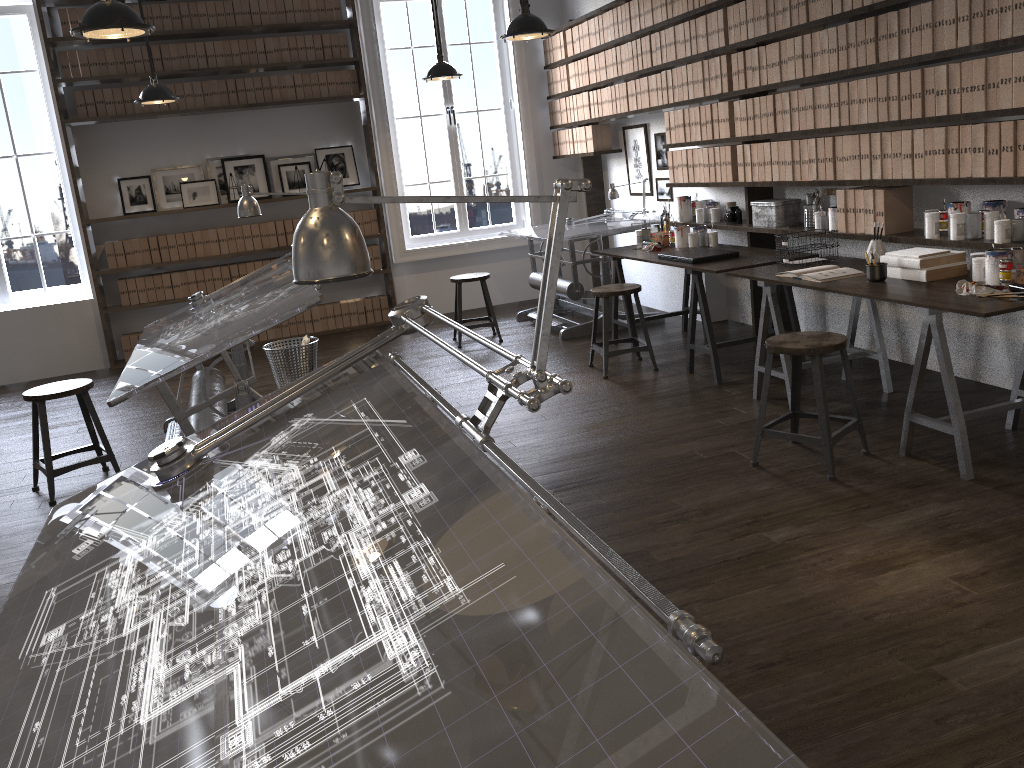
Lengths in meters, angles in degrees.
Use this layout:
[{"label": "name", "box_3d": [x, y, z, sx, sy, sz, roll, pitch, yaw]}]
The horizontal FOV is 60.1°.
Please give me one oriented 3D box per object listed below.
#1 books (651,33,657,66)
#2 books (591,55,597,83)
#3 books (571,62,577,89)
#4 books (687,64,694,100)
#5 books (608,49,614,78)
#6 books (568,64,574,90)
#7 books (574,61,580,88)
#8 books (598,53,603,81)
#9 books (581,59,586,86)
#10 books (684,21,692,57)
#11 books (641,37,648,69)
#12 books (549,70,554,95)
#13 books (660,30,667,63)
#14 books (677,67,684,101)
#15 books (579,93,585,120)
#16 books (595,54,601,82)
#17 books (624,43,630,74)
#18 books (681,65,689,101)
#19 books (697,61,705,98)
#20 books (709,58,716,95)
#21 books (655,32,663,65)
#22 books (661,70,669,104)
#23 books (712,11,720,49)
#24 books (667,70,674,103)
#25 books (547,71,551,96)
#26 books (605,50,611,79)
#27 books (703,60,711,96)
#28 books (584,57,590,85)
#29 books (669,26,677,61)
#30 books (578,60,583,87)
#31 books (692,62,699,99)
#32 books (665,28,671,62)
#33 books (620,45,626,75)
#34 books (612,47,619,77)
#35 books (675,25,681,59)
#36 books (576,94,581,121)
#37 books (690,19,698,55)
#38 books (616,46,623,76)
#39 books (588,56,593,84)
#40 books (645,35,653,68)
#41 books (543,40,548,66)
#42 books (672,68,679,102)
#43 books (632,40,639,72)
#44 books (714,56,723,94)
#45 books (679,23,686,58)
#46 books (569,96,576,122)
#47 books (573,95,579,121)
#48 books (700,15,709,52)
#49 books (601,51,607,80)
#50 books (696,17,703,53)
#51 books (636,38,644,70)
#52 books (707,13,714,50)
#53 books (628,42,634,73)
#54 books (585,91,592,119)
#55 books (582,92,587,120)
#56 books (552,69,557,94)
[{"label": "books", "box_3d": [1.083, -2.366, 6.268, 0.175, 0.223, 0.067, -10, 12, -17]}, {"label": "books", "box_3d": [0.747, -2.580, 7.254, 0.175, 0.223, 0.067, -10, 12, -17]}, {"label": "books", "box_3d": [0.613, -2.666, 7.648, 0.175, 0.223, 0.067, -10, 12, -17]}, {"label": "books", "box_3d": [1.260, -2.009, 5.869, 0.175, 0.223, 0.067, -10, 12, -17]}, {"label": "books", "box_3d": [0.855, -2.512, 6.937, 0.175, 0.223, 0.067, -10, 12, -17]}, {"label": "books", "box_3d": [0.594, -2.681, 7.717, 0.175, 0.223, 0.067, -10, 12, -17]}, {"label": "books", "box_3d": [0.636, -2.651, 7.580, 0.175, 0.223, 0.067, -10, 12, -17]}, {"label": "books", "box_3d": [0.796, -2.552, 7.123, 0.175, 0.223, 0.067, -10, 12, -17]}, {"label": "books", "box_3d": [0.683, -2.626, 7.462, 0.175, 0.223, 0.067, -10, 12, -17]}, {"label": "books", "box_3d": [1.229, -2.267, 5.815, 0.175, 0.223, 0.067, -10, 12, -17]}, {"label": "books", "box_3d": [1.036, -2.397, 6.408, 0.175, 0.223, 0.067, -10, 12, -17]}, {"label": "books", "box_3d": [0.442, -2.784, 8.161, 0.175, 0.223, 0.067, -10, 12, -17]}, {"label": "books", "box_3d": [1.127, -2.337, 6.135, 0.175, 0.223, 0.067, -10, 12, -17]}, {"label": "books", "box_3d": [1.217, -2.039, 6.004, 0.175, 0.223, 0.067, -10, 12, -17]}, {"label": "books", "box_3d": [0.679, -2.388, 7.610, 0.175, 0.223, 0.067, -10, 12, -17]}, {"label": "books", "box_3d": [0.774, -2.567, 7.189, 0.175, 0.223, 0.067, -10, 12, -17]}, {"label": "books", "box_3d": [0.944, -2.454, 6.673, 0.175, 0.223, 0.067, -10, 12, -17]}, {"label": "books", "box_3d": [1.236, -2.024, 5.937, 0.175, 0.223, 0.067, -10, 12, -17]}, {"label": "books", "box_3d": [1.298, -1.983, 5.747, 0.175, 0.223, 0.067, -10, 12, -17]}, {"label": "books", "box_3d": [1.347, -1.955, 5.619, 0.175, 0.223, 0.067, -10, 12, -17]}, {"label": "books", "box_3d": [1.101, -2.351, 6.200, 0.175, 0.223, 0.067, -10, 12, -17]}, {"label": "books", "box_3d": [1.146, -2.081, 6.201, 0.175, 0.223, 0.067, -10, 12, -17]}, {"label": "books", "box_3d": [1.338, -2.198, 5.497, 0.175, 0.223, 0.067, -10, 12, -17]}, {"label": "books", "box_3d": [1.171, -2.067, 6.134, 0.175, 0.223, 0.067, -10, 12, -17]}, {"label": "books", "box_3d": [0.423, -2.799, 8.228, 0.175, 0.223, 0.067, -10, 12, -17]}, {"label": "books", "box_3d": [0.837, -2.525, 6.997, 0.175, 0.223, 0.067, -10, 12, -17]}, {"label": "books", "box_3d": [1.325, -1.970, 5.686, 0.175, 0.223, 0.067, -10, 12, -17]}, {"label": "books", "box_3d": [0.701, -2.610, 7.391, 0.175, 0.223, 0.067, -10, 12, -17]}, {"label": "books", "box_3d": [1.165, -2.308, 6.004, 0.175, 0.223, 0.067, -10, 12, -17]}, {"label": "books", "box_3d": [0.660, -2.639, 7.522, 0.175, 0.223, 0.067, -10, 12, -17]}, {"label": "books", "box_3d": [1.281, -1.997, 5.811, 0.175, 0.223, 0.067, -10, 12, -17]}, {"label": "books", "box_3d": [1.149, -2.323, 6.069, 0.175, 0.223, 0.067, -10, 12, -17]}, {"label": "books", "box_3d": [0.926, -2.469, 6.739, 0.175, 0.223, 0.067, -10, 12, -17]}, {"label": "books", "box_3d": [0.876, -2.497, 6.869, 0.175, 0.223, 0.067, -10, 12, -17]}, {"label": "books", "box_3d": [1.190, -2.295, 5.943, 0.175, 0.223, 0.067, -10, 12, -17]}, {"label": "books", "box_3d": [0.659, -2.403, 7.675, 0.175, 0.223, 0.067, -10, 12, -17]}, {"label": "books", "box_3d": [1.255, -2.254, 5.750, 0.175, 0.223, 0.067, -10, 12, -17]}, {"label": "books", "box_3d": [0.902, -2.483, 6.804, 0.175, 0.223, 0.067, -10, 12, -17]}, {"label": "books", "box_3d": [0.730, -2.596, 7.322, 0.175, 0.223, 0.067, -10, 12, -17]}, {"label": "books", "box_3d": [1.054, -2.381, 6.337, 0.175, 0.223, 0.067, -10, 12, -17]}, {"label": "books", "box_3d": [0.385, -3.067, 8.180, 0.175, 0.223, 0.067, -10, 12, -17]}, {"label": "books", "box_3d": [1.197, -2.054, 6.070, 0.175, 0.223, 0.067, -10, 12, -17]}, {"label": "books", "box_3d": [0.986, -2.424, 6.536, 0.175, 0.223, 0.067, -10, 12, -17]}, {"label": "books", "box_3d": [1.365, -1.940, 5.552, 0.175, 0.223, 0.067, -10, 12, -17]}, {"label": "books", "box_3d": [1.209, -2.282, 5.883, 0.175, 0.223, 0.067, -10, 12, -17]}, {"label": "books", "box_3d": [0.607, -2.431, 7.807, 0.175, 0.223, 0.067, -10, 12, -17]}, {"label": "books", "box_3d": [0.633, -2.417, 7.740, 0.175, 0.223, 0.067, -10, 12, -17]}, {"label": "books", "box_3d": [1.294, -2.224, 5.618, 0.175, 0.223, 0.067, -10, 12, -17]}, {"label": "books", "box_3d": [0.811, -2.537, 7.058, 0.175, 0.223, 0.067, -10, 12, -17]}, {"label": "books", "box_3d": [1.279, -2.240, 5.685, 0.175, 0.223, 0.067, -10, 12, -17]}, {"label": "books", "box_3d": [1.010, -2.412, 6.478, 0.175, 0.223, 0.067, -10, 12, -17]}, {"label": "books", "box_3d": [1.320, -2.212, 5.557, 0.175, 0.223, 0.067, -10, 12, -17]}, {"label": "books", "box_3d": [0.963, -2.439, 6.604, 0.175, 0.223, 0.067, -10, 12, -17]}, {"label": "books", "box_3d": [0.717, -2.359, 7.479, 0.175, 0.223, 0.067, -10, 12, -17]}, {"label": "books", "box_3d": [0.701, -2.373, 7.539, 0.175, 0.223, 0.067, -10, 12, -17]}, {"label": "books", "box_3d": [0.466, -2.769, 8.093, 0.175, 0.223, 0.067, -10, 12, -17]}]
